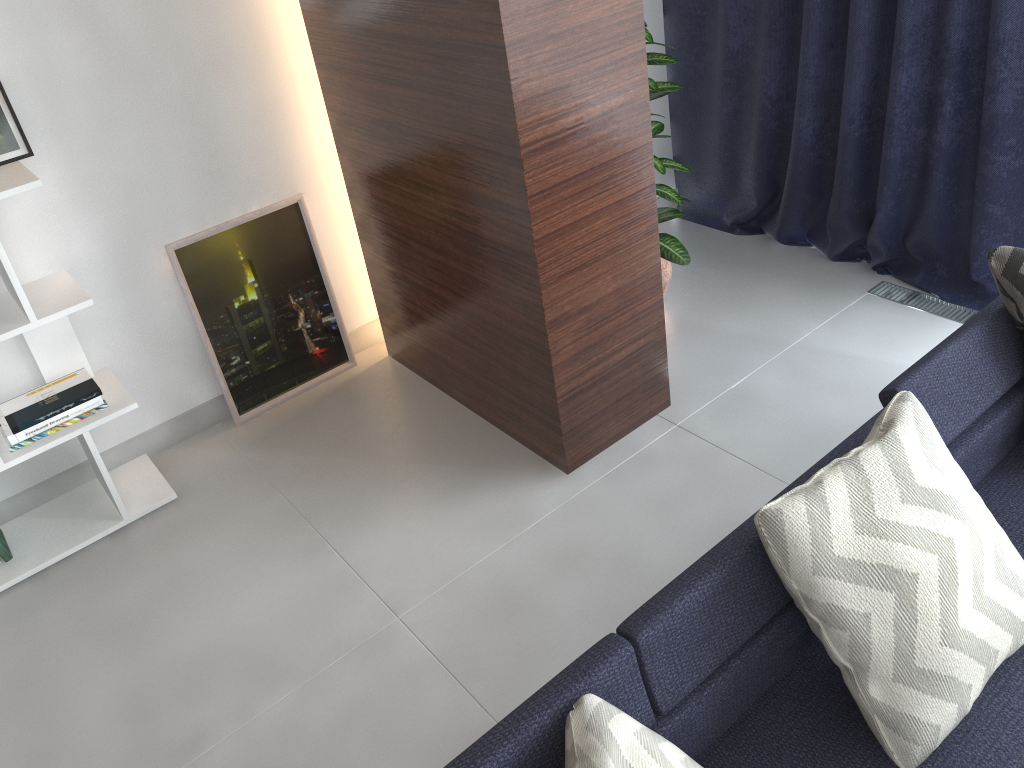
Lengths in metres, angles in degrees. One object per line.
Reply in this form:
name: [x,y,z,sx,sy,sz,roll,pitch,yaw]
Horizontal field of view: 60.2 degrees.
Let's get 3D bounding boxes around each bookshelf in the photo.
bookshelf: [-1.735,-0.171,2.215,1.171,1.750,0.306,-29,36,-29]

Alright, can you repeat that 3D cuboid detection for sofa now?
sofa: [1.064,0.773,1.130,2.925,0.586,1.938,-30,38,-28]

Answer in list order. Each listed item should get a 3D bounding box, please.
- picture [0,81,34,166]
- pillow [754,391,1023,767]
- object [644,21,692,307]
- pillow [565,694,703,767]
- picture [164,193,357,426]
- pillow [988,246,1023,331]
picture: [-1.454,-0.718,2.410,0.185,0.246,0.060,-29,36,-29]
pillow: [0.703,0.323,1.560,0.504,0.373,0.350,-29,37,-28]
object: [0.365,-1.071,3.037,0.504,1.775,0.501,3,33,21]
pillow: [0.220,0.676,1.194,0.280,0.338,0.435,-5,32,8]
picture: [-0.861,-0.261,3.128,0.509,0.672,0.085,-29,36,-29]
pillow: [1.423,-0.079,2.025,0.598,0.499,0.369,-11,31,-3]
